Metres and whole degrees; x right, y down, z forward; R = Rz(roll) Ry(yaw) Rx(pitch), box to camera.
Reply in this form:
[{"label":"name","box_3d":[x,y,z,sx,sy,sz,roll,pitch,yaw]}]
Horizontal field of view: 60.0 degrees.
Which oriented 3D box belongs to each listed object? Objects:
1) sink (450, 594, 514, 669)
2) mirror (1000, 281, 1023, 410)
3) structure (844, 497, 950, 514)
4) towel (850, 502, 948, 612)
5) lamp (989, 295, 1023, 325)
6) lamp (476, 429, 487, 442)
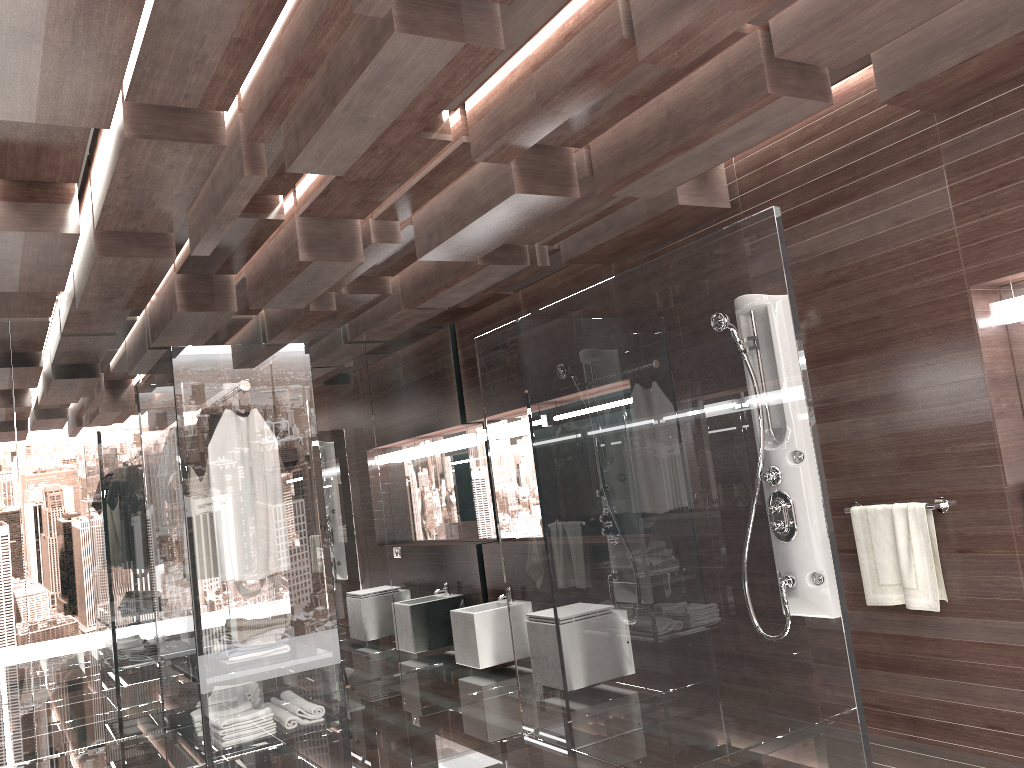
[{"label":"sink","box_3d":[-0.125,1.653,6.077,0.469,0.456,0.357,-3,-8,-31]},{"label":"mirror","box_3d":[-0.613,0.437,3.591,4.126,0.916,5.081,-3,-8,-31]},{"label":"structure","box_3d":[1.534,0.501,3.578,0.071,0.061,0.455,-3,-8,-31]},{"label":"towel","box_3d":[1.532,0.686,3.538,0.097,0.414,0.352,-2,-8,-38]},{"label":"lamp","box_3d":[2.044,-0.336,2.899,0.082,0.082,0.950,-3,-8,-31]},{"label":"lamp","box_3d":[0.003,0.323,6.375,0.082,0.082,0.950,-3,-8,-31]}]
